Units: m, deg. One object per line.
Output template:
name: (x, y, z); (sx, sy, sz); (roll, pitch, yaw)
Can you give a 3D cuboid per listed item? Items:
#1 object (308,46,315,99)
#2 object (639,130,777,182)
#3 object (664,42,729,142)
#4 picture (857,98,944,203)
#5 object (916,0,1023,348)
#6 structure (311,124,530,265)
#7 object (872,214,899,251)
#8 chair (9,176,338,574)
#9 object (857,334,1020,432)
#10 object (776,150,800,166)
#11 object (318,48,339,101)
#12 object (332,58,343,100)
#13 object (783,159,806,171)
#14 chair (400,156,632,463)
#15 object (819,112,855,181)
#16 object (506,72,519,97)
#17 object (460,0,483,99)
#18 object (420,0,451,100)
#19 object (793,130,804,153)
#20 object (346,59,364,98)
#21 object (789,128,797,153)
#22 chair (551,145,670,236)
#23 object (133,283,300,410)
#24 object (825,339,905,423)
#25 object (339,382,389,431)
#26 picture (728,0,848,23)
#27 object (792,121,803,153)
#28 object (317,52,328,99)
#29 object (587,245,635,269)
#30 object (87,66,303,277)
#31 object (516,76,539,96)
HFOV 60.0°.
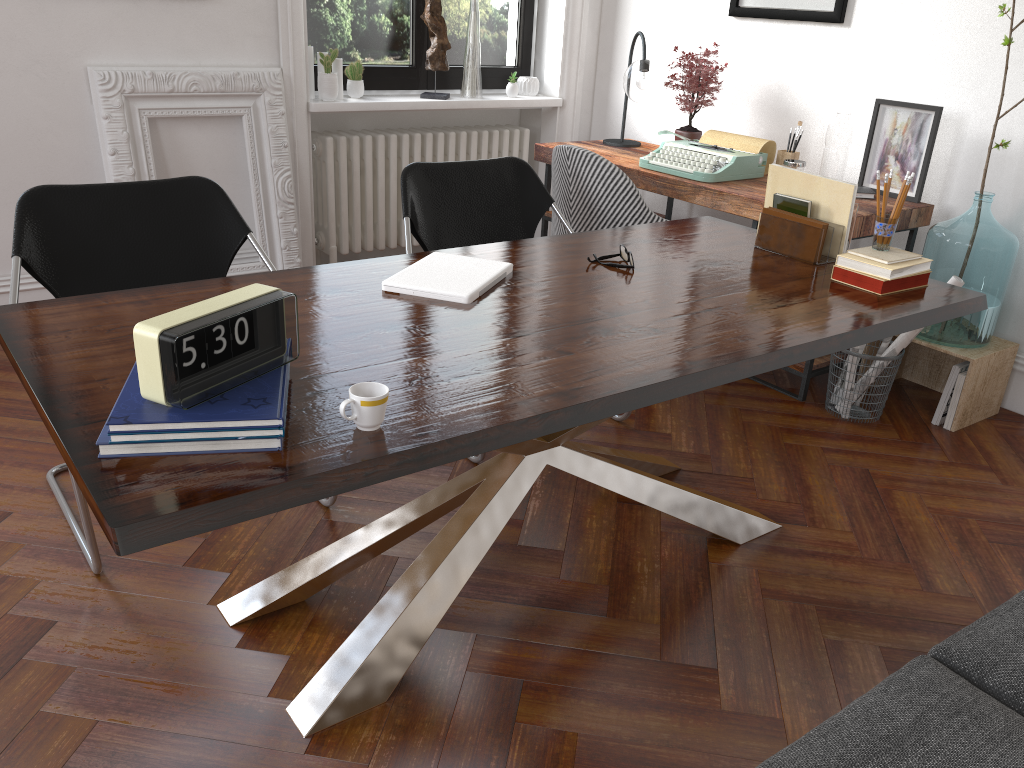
object: (-0.990, -1.516, 4.318); (0.051, 0.240, 0.050); (2, 24, -3)
object: (0.846, -1.044, 3.987); (0.483, 0.150, 0.532); (-14, 29, -35)
object: (0.871, -1.383, 4.300); (0.290, 0.533, 0.306); (6, 24, 7)
picture: (1.565, -0.948, 3.595); (0.022, 0.372, 0.281); (-14, 29, -34)
object: (1.918, -1.094, 2.991); (0.805, 2.075, 0.352); (18, 28, 30)
structure: (-0.497, -1.045, 5.048); (1.450, 0.784, 0.224); (-14, 29, -34)
object: (1.021, -0.414, 2.432); (0.058, 0.092, 0.058); (22, 30, 35)
chair: (-0.932, -0.060, 2.461); (0.751, 0.880, 0.741); (-14, 29, -34)
object: (1.693, -0.052, 3.562); (0.340, 0.319, 0.432); (-14, 29, -34)
object: (1.222, -0.978, 3.946); (0.058, 0.114, 0.075); (-14, 29, -34)
object: (-0.886, -1.491, 4.270); (0.098, 0.246, 0.102); (17, 27, 27)
object: (-0.859, -1.504, 4.371); (0.051, 0.190, 0.050); (2, 24, -3)
object: (1.193, -0.895, 3.765); (0.093, 0.102, 0.093); (-19, 32, -41)
chair: (0.015, -0.286, 3.115); (0.751, 0.880, 0.741); (-14, 29, -34)
object: (1.372, -0.986, 3.746); (0.111, 0.304, 0.111); (3, 24, -1)
object: (0.003, -1.674, 4.954); (0.072, 0.135, 0.071); (-2, 25, -11)
object: (-0.142, -2.043, 4.629); (0.295, 1.062, 0.288); (-12, 29, -31)
object: (-0.389, -1.861, 4.555); (0.165, 0.760, 0.141); (5, 24, 4)
object: (1.247, -1.022, 3.927); (0.054, 0.209, 0.008); (20, 29, 32)
object: (-0.788, -1.543, 4.475); (0.097, 0.187, 0.098); (-3, 25, -14)
object: (1.236, -1.030, 3.947); (0.008, 0.209, 0.054); (22, 30, 36)
chair: (0.423, -0.569, 3.808); (0.545, 0.907, 0.713); (-19, 32, -40)
object: (-0.464, -0.066, 1.426); (0.081, 0.126, 0.274); (15, 26, 24)
object: (1.346, -0.010, 3.434); (0.260, 0.307, 0.259); (10, 25, 15)
object: (-0.241, 0.039, 1.440); (0.082, 0.065, 0.064); (-4, 25, -16)
picture: (1.274, -2.053, 3.918); (0.050, 0.822, 0.630); (-14, 29, -34)
object: (1.251, -1.042, 3.933); (0.028, 0.241, 0.023); (-16, 31, -36)
object: (-0.926, -1.510, 4.346); (0.051, 0.215, 0.050); (2, 24, -3)
object: (0.284, -0.356, 2.452); (0.132, 0.048, 0.113); (10, 24, 14)
object: (-1.367, -0.852, 3.987); (0.828, 1.071, 0.232); (-14, 29, -34)
object: (0.091, -1.720, 5.118); (0.132, 0.098, 0.133); (13, 25, 20)
